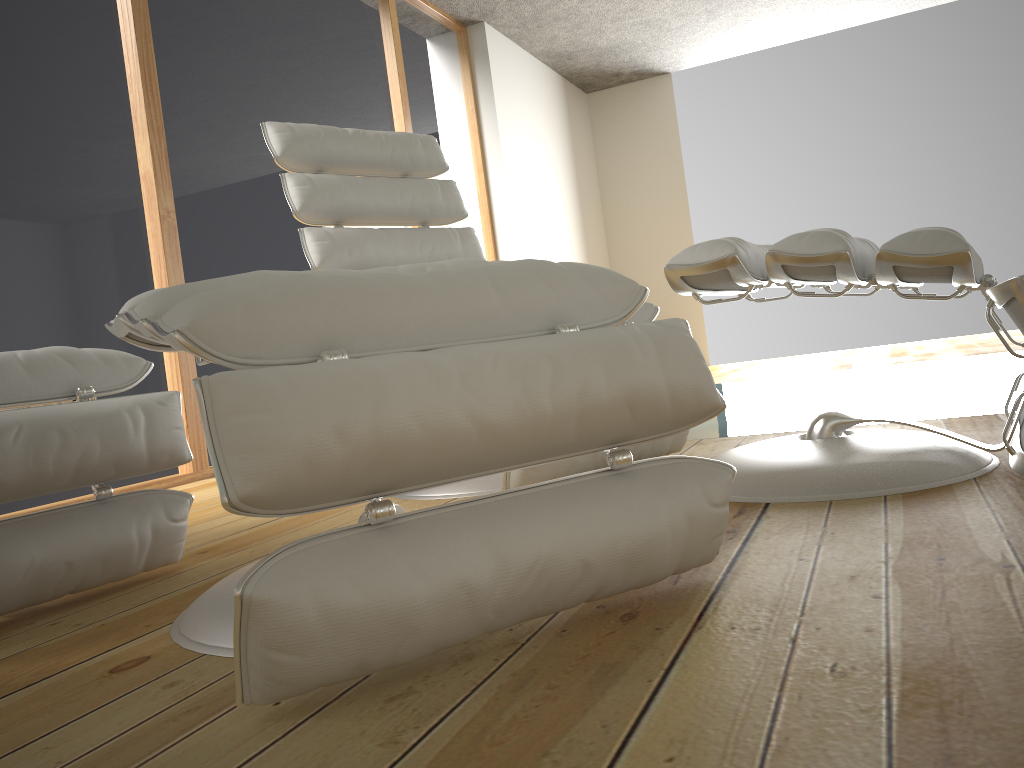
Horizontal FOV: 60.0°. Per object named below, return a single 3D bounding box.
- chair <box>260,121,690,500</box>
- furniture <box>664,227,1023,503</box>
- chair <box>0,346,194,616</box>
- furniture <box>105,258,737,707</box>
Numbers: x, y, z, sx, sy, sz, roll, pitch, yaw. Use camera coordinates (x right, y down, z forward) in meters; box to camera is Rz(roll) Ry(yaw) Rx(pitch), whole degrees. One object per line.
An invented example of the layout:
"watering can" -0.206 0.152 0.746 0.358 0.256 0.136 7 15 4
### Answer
"chair" -0.107 -0.255 2.165 0.571 0.969 0.912 -8 1 -42
"furniture" 0.605 -0.066 1.578 0.685 0.439 0.570 -7 1 30
"chair" -1.074 -0.106 1.475 0.912 0.969 0.570 -7 1 33
"furniture" -0.162 0.049 1.136 0.570 0.439 0.685 -8 1 -31
